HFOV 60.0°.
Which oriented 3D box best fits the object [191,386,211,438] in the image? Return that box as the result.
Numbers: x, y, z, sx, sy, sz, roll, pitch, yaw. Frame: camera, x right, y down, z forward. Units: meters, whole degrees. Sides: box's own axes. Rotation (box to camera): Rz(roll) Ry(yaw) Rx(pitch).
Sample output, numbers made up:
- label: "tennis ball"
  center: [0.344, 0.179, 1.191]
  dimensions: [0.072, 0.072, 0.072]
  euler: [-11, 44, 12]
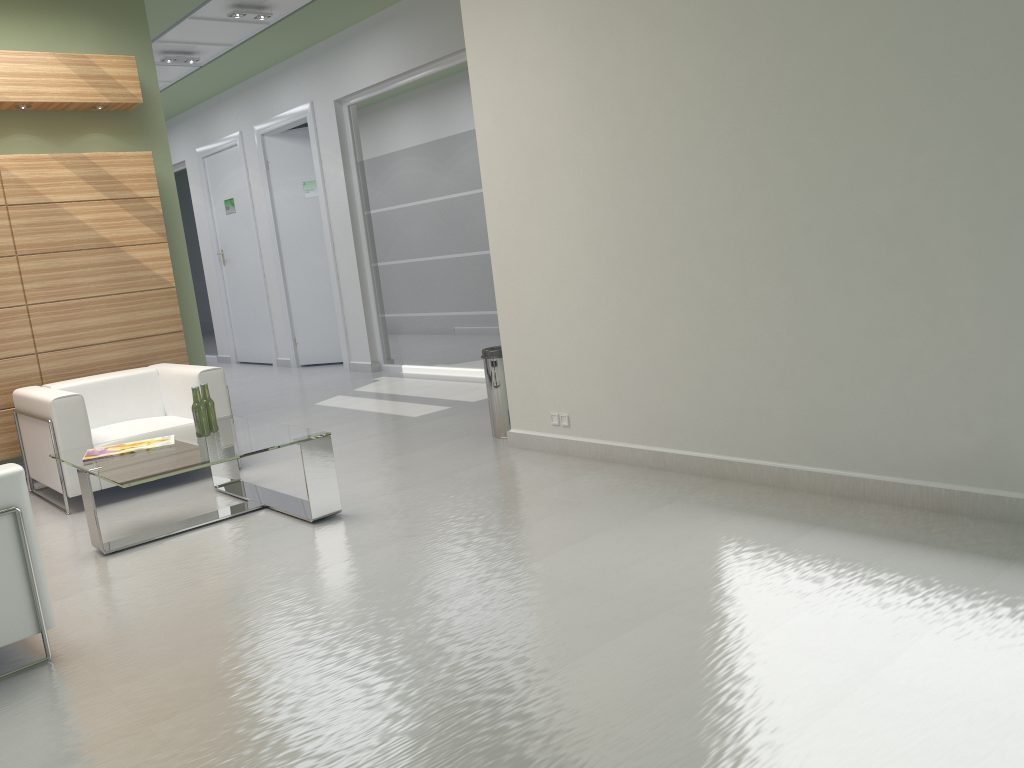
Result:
- label: "object"
  center: [-2.908, 0.259, 8.252]
  dimensions: [0.131, 0.475, 0.131]
  euler: [-4, 9, 15]

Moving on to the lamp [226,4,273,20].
- label: "lamp"
  center: [-4.195, -5.942, 14.171]
  dimensions: [0.657, 0.159, 0.286]
  euler: [-14, 12, -39]

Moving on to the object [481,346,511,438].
- label: "object"
  center: [-0.071, 0.082, 10.364]
  dimensions: [0.482, 1.027, 0.483]
  euler: [-3, 10, 21]

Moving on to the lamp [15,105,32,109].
- label: "lamp"
  center: [-5.912, -3.375, 10.715]
  dimensions: [0.181, 0.074, 0.181]
  euler: [-5, 9, 11]

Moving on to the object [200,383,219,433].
- label: "object"
  center: [-2.890, 0.229, 8.426]
  dimensions: [0.131, 0.475, 0.131]
  euler: [-4, 9, 15]

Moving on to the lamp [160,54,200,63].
- label: "lamp"
  center: [-6.176, -6.076, 16.489]
  dimensions: [0.657, 0.159, 0.286]
  euler: [-14, 12, -39]

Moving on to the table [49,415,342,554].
- label: "table"
  center: [-2.925, 0.906, 8.104]
  dimensions: [1.783, 0.742, 2.197]
  euler: [-14, 12, -39]

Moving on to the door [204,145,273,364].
- label: "door"
  center: [-6.617, -3.013, 21.371]
  dimensions: [0.250, 5.083, 2.089]
  euler: [-14, 12, -39]

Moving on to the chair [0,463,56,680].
- label: "chair"
  center: [-4.136, 1.239, 5.509]
  dimensions: [1.894, 1.234, 1.802]
  euler: [2, 13, 45]

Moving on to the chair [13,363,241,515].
- label: "chair"
  center: [-4.423, 0.529, 10.182]
  dimensions: [1.894, 1.234, 1.802]
  euler: [-14, 12, -39]

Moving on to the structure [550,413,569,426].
- label: "structure"
  center: [0.489, 0.362, 9.101]
  dimensions: [0.017, 0.118, 0.262]
  euler: [-14, 12, -39]

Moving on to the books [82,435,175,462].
- label: "books"
  center: [-3.474, 0.583, 8.079]
  dimensions: [0.762, 0.025, 0.508]
  euler: [-10, 10, -20]

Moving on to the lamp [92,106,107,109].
- label: "lamp"
  center: [-5.247, -3.543, 11.274]
  dimensions: [0.181, 0.074, 0.181]
  euler: [2, 13, 44]

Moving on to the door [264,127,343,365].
- label: "door"
  center: [-4.096, -2.983, 19.307]
  dimensions: [2.089, 5.083, 0.134]
  euler: [-3, 10, 20]
